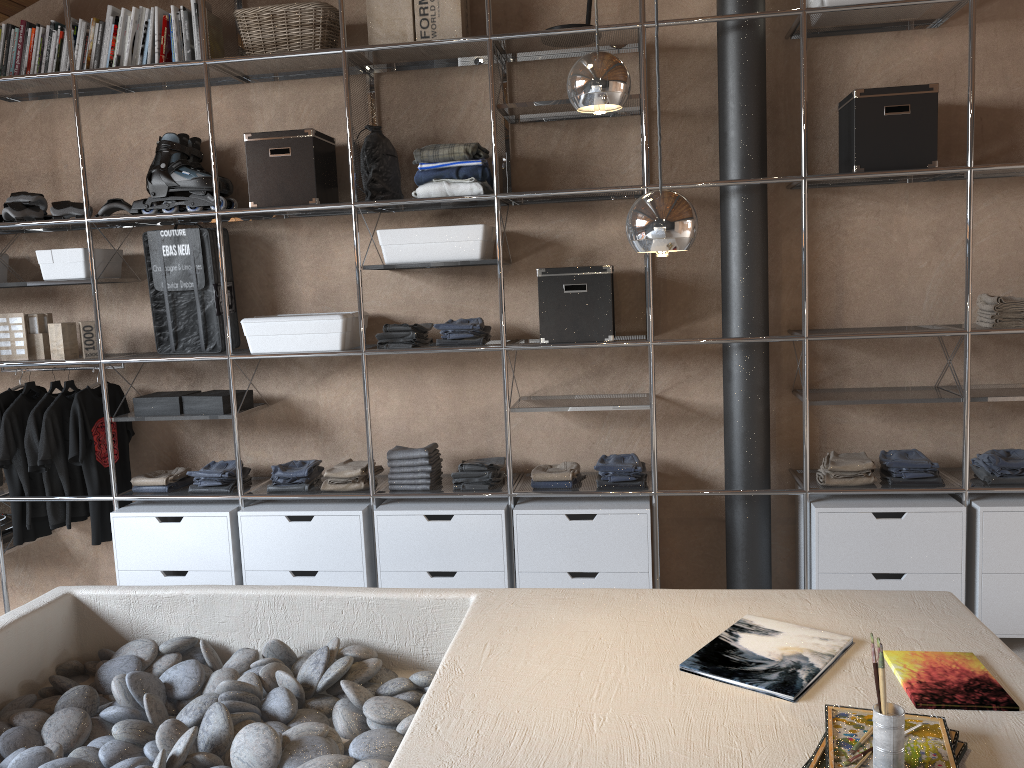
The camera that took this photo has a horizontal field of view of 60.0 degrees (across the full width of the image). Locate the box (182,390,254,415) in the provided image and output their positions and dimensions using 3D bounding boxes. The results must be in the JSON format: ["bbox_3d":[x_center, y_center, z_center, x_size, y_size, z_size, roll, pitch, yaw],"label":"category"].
[{"bbox_3d":[-1.255,0.077,3.793,0.207,0.079,0.208,0,7,20],"label":"box"}]

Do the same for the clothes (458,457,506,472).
[{"bbox_3d":[-0.132,0.336,3.684,0.194,0.052,0.201,-1,7,9],"label":"clothes"}]

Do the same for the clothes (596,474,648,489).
[{"bbox_3d":[0.447,0.376,3.594,0.208,0.045,0.243,-2,7,8],"label":"clothes"}]

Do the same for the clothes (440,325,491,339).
[{"bbox_3d":[-0.188,-0.208,3.594,0.191,0.047,0.215,-2,7,8],"label":"clothes"}]

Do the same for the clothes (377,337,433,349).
[{"bbox_3d":[-0.447,-0.174,3.655,0.208,0.045,0.243,-2,7,8],"label":"clothes"}]

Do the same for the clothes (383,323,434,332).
[{"bbox_3d":[-0.436,-0.230,3.658,0.194,0.052,0.201,-1,7,9],"label":"clothes"}]

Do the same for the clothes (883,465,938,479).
[{"bbox_3d":[1.534,0.323,3.414,0.191,0.047,0.215,-2,7,8],"label":"clothes"}]

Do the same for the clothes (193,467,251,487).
[{"bbox_3d":[-1.252,0.400,3.821,0.191,0.047,0.215,-2,7,8],"label":"clothes"}]

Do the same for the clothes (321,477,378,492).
[{"bbox_3d":[-0.675,0.404,3.743,0.212,0.053,0.238,-2,7,6],"label":"clothes"}]

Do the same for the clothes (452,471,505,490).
[{"bbox_3d":[-0.143,0.392,3.682,0.208,0.045,0.243,-2,7,8],"label":"clothes"}]

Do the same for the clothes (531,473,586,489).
[{"bbox_3d":[0.186,0.383,3.632,0.189,0.043,0.248,-1,7,17],"label":"clothes"}]

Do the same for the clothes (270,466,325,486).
[{"bbox_3d":[-0.916,0.387,3.769,0.198,0.053,0.203,-1,7,12],"label":"clothes"}]

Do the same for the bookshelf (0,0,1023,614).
[{"bbox_3d":[-1.357,0.683,3.922,10.738,6.218,0.421,-2,7,8],"label":"bookshelf"}]

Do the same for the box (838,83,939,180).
[{"bbox_3d":[1.386,-0.926,3.287,0.289,0.295,0.266,-2,7,8],"label":"box"}]

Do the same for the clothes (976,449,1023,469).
[{"bbox_3d":[1.878,0.278,3.375,0.184,0.049,0.204,-2,7,8],"label":"clothes"}]

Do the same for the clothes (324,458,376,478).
[{"bbox_3d":[-0.673,0.350,3.727,0.187,0.047,0.212,-2,7,9],"label":"clothes"}]

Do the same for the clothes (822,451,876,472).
[{"bbox_3d":[1.294,0.296,3.440,0.187,0.047,0.212,-2,7,9],"label":"clothes"}]

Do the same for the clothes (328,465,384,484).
[{"bbox_3d":[-0.662,0.377,3.721,0.199,0.052,0.229,-1,7,11],"label":"clothes"}]

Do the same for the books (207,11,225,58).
[{"bbox_3d":[-1.204,-1.384,3.582,0.021,0.203,0.129,-2,7,8],"label":"books"}]

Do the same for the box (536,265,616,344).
[{"bbox_3d":[0.260,-0.318,3.522,0.289,0.295,0.266,-2,7,8],"label":"box"}]

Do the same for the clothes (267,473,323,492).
[{"bbox_3d":[-0.919,0.411,3.791,0.207,0.048,0.242,-2,7,6],"label":"clothes"}]

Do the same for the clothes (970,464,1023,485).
[{"bbox_3d":[1.872,0.334,3.384,0.207,0.048,0.242,-2,7,6],"label":"clothes"}]

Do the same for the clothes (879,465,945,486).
[{"bbox_3d":[1.534,0.346,3.435,0.208,0.045,0.243,-2,7,8],"label":"clothes"}]

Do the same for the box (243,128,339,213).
[{"bbox_3d":[-0.893,-0.863,3.620,0.289,0.295,0.266,-2,7,8],"label":"box"}]

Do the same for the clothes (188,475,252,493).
[{"bbox_3d":[-1.252,0.423,3.842,0.208,0.045,0.243,-2,7,8],"label":"clothes"}]

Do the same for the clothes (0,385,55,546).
[{"bbox_3d":[-2.137,0.347,3.932,0.090,0.689,0.424,-2,7,7],"label":"clothes"}]

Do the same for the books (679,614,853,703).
[{"bbox_3d":[0.577,0.607,1.997,0.260,0.019,0.347,3,9,40],"label":"books"}]

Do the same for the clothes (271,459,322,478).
[{"bbox_3d":[-0.912,0.355,3.782,0.184,0.049,0.204,-2,7,8],"label":"clothes"}]

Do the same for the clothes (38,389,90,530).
[{"bbox_3d":[-1.914,0.321,3.881,0.074,0.586,0.488,-2,7,1],"label":"clothes"}]

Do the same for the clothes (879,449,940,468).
[{"bbox_3d":[1.518,0.293,3.420,0.194,0.052,0.201,-1,7,10],"label":"clothes"}]

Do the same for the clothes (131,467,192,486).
[{"bbox_3d":[-1.514,0.400,3.862,0.196,0.050,0.221,-1,7,11],"label":"clothes"}]

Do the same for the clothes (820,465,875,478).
[{"bbox_3d":[1.305,0.323,3.433,0.199,0.052,0.229,-1,7,11],"label":"clothes"}]

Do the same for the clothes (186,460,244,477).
[{"bbox_3d":[-1.268,0.370,3.827,0.194,0.052,0.201,-1,7,10],"label":"clothes"}]

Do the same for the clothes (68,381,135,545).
[{"bbox_3d":[-1.773,0.337,3.879,0.090,0.689,0.424,-2,7,7],"label":"clothes"}]

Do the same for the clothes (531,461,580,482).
[{"bbox_3d":[0.184,0.353,3.614,0.196,0.050,0.221,-1,7,11],"label":"clothes"}]

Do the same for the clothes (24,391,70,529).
[{"bbox_3d":[-1.975,0.319,3.921,0.074,0.586,0.488,-2,7,1],"label":"clothes"}]

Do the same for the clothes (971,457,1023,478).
[{"bbox_3d":[1.874,0.310,3.362,0.198,0.053,0.203,-1,7,12],"label":"clothes"}]

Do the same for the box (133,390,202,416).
[{"bbox_3d":[-1.485,0.083,3.835,0.207,0.079,0.208,-2,7,7],"label":"box"}]

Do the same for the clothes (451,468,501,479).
[{"bbox_3d":[-0.145,0.367,3.697,0.191,0.047,0.215,-2,7,8],"label":"clothes"}]

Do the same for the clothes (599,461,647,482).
[{"bbox_3d":[0.446,0.353,3.573,0.191,0.047,0.215,-2,7,8],"label":"clothes"}]

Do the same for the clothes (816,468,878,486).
[{"bbox_3d":[1.293,0.350,3.456,0.212,0.053,0.238,-2,7,6],"label":"clothes"}]

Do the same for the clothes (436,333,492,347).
[{"bbox_3d":[-0.188,-0.185,3.615,0.208,0.045,0.243,-2,7,8],"label":"clothes"}]

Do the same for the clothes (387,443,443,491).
[{"bbox_3d":[-0.401,0.340,3.674,0.201,0.172,0.184,-1,7,10],"label":"clothes"}]

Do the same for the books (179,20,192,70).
[{"bbox_3d":[-1.310,-1.368,3.601,0.009,0.176,0.128,-2,7,8],"label":"books"}]

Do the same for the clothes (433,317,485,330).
[{"bbox_3d":[-0.204,-0.239,3.600,0.194,0.052,0.201,-1,7,10],"label":"clothes"}]

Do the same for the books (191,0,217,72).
[{"bbox_3d":[-1.249,-1.416,3.592,0.020,0.268,0.143,-2,7,8],"label":"books"}]

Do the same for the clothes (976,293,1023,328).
[{"bbox_3d":[1.836,-0.275,3.300,0.151,0.126,0.206,-1,7,11],"label":"clothes"}]

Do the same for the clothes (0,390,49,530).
[{"bbox_3d":[-2.100,0.326,3.908,0.074,0.586,0.488,-2,7,1],"label":"clothes"}]

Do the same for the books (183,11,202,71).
[{"bbox_3d":[-1.278,-1.383,3.591,0.018,0.206,0.148,-2,7,8],"label":"books"}]

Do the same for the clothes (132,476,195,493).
[{"bbox_3d":[-1.512,0.430,3.880,0.189,0.043,0.248,-1,7,17],"label":"clothes"}]

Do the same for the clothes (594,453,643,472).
[{"bbox_3d":[0.431,0.323,3.579,0.194,0.052,0.201,-1,7,10],"label":"clothes"}]

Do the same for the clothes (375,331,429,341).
[{"bbox_3d":[-0.449,-0.199,3.671,0.191,0.047,0.215,-2,7,8],"label":"clothes"}]

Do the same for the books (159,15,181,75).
[{"bbox_3d":[-1.382,-1.377,3.609,0.054,0.199,0.143,-2,7,8],"label":"books"}]
